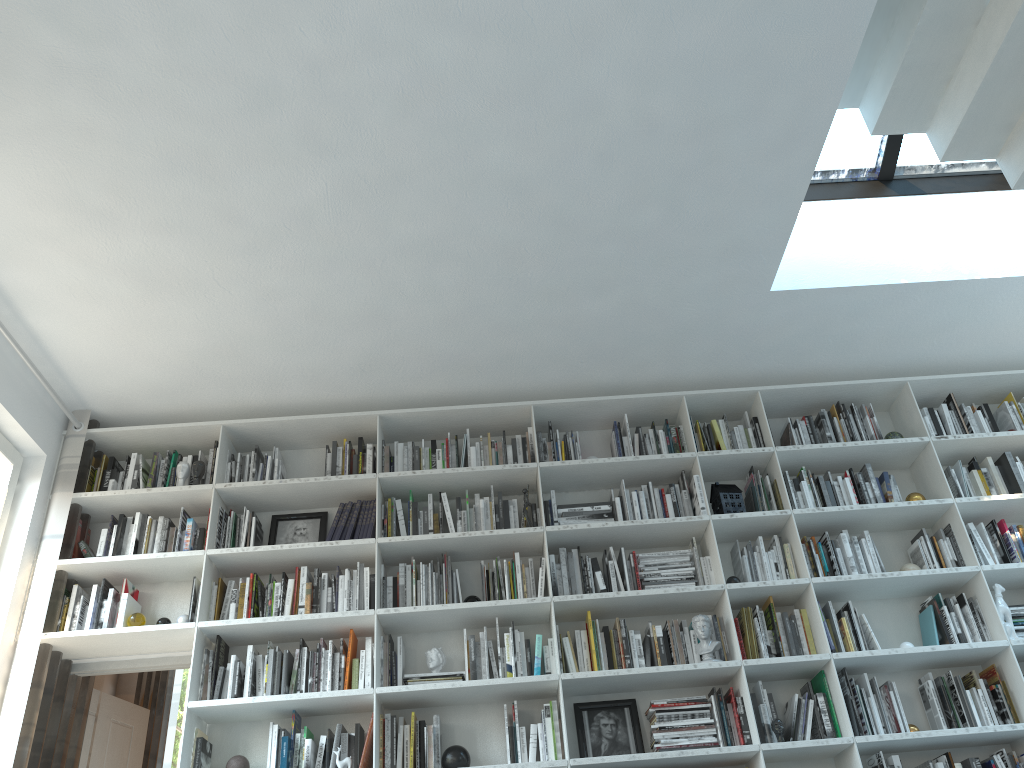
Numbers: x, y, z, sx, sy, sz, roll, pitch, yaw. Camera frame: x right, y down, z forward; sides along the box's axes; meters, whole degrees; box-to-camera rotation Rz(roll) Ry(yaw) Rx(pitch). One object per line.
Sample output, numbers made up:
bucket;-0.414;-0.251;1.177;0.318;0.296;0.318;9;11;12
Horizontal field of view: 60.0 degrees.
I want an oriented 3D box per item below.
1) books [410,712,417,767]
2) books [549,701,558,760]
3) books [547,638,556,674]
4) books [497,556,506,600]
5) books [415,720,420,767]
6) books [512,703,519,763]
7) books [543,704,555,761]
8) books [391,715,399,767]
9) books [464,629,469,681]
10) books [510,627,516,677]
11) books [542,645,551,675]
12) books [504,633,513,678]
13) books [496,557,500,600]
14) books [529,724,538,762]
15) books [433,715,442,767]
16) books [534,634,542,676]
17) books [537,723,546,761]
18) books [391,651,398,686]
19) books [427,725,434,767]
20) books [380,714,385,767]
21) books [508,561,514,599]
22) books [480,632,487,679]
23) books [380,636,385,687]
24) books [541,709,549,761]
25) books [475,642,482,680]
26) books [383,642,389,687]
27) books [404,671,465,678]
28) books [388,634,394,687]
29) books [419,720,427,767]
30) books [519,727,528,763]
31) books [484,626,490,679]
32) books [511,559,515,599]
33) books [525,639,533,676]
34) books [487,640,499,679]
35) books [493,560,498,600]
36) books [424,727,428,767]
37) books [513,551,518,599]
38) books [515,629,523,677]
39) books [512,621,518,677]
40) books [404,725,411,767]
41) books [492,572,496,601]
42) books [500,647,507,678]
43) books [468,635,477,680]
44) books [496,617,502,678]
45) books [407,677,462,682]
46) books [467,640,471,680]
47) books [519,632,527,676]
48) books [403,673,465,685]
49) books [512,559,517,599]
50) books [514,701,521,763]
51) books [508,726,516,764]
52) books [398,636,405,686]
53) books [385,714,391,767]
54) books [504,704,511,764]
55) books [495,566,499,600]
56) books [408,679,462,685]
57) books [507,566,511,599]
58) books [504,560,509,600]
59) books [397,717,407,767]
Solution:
books;-0.447;1.659;4.043;0.026;0.273;0.191;-4;-34;-2
books;0.188;1.622;4.075;0.011;0.277;0.188;-4;-34;-2
books;0.194;1.355;4.280;0.026;0.216;0.127;-4;-34;-2
books;-0.050;1.036;4.496;0.033;0.286;0.156;-4;-34;-2
books;-0.426;1.682;4.052;0.014;0.242;0.154;-4;-34;-2
books;0.016;1.639;4.089;0.011;0.290;0.156;-4;-34;-2
books;0.170;1.632;4.079;0.027;0.268;0.179;-4;-34;-2
books;-0.534;1.678;4.060;0.026;0.273;0.155;-4;-34;-2
books;-0.217;1.343;4.269;0.012;0.283;0.160;-4;-34;-2
books;0.004;1.332;4.264;0.012;0.264;0.194;-4;-34;-2
books;0.169;1.370;4.267;0.027;0.180;0.142;-4;-34;-2
books;-0.015;1.346;4.266;0.028;0.245;0.171;-4;-34;-2
books;-0.069;1.036;4.483;0.005;0.274;0.158;-4;-34;-2
books;0.095;1.670;4.053;0.057;0.187;0.157;-4;-34;-2
books;-0.339;1.672;4.068;0.028;0.264;0.145;-4;-34;-2
books;0.124;1.344;4.263;0.060;0.226;0.180;-4;-34;-2
books;0.135;1.670;4.059;0.024;0.187;0.173;-4;-34;-2
books;-0.557;1.405;4.249;0.034;0.208;0.137;-4;-34;-2
books;-0.365;1.686;4.041;0.028;0.215;0.176;-4;-34;-2
books;-0.590;1.680;4.065;0.012;0.283;0.160;-4;-34;-2
books;-0.001;1.041;4.480;0.017;0.251;0.140;-4;-34;-2
books;-0.136;1.350;4.274;0.022;0.265;0.152;-4;-34;-2
books;-0.617;1.377;4.267;0.012;0.283;0.160;-4;-34;-2
books;0.151;1.640;4.066;0.012;0.243;0.172;-4;-34;-2
books;-0.157;1.377;4.275;0.024;0.225;0.138;-4;-34;-2
books;-0.599;1.384;4.255;0.024;0.256;0.134;-4;-34;-2
books;-0.368;1.409;4.234;0.285;0.012;0.160;-1;-34;-6
books;-0.583;1.377;4.282;0.011;0.296;0.136;-4;-34;-2
books;-0.405;1.689;4.068;0.028;0.246;0.143;-4;-34;-2
books;0.052;1.684;4.063;0.030;0.182;0.155;-4;-34;-2
books;-0.119;1.335;4.270;0.012;0.284;0.168;-4;-34;-2
books;0.009;1.035;4.483;0.004;0.264;0.142;-4;-34;-2
books;0.081;1.363;4.279;0.026;0.218;0.150;-4;-34;-2
books;-0.087;1.367;4.268;0.048;0.223;0.150;-4;-34;-2
books;-0.082;1.046;4.489;0.009;0.265;0.150;-4;-34;-2
books;-0.384;1.692;4.041;0.011;0.206;0.181;-4;-34;-2
books;0.019;1.016;4.491;0.006;0.302;0.166;-4;-34;-2
books;0.033;1.338;4.271;0.023;0.258;0.171;-4;-34;-2
books;0.015;1.321;4.281;0.011;0.299;0.179;-4;-34;-2
books;-0.471;1.692;4.047;0.025;0.226;0.154;-4;-34;-2
books;-0.089;1.069;4.463;0.011;0.199;0.163;-4;-34;-2
books;-0.039;1.382;4.265;0.025;0.188;0.141;-4;-34;-2
books;-0.185;1.354;4.255;0.030;0.246;0.175;-4;-34;-2
books;-0.062;1.317;4.291;0.010;0.327;0.174;-4;-34;-2
books;-0.366;1.430;4.222;0.254;0.012;0.162;-2;-34;-5
books;-0.204;1.372;4.266;0.010;0.230;0.155;-4;-34;-2
books;0.056;1.349;4.288;0.022;0.255;0.153;-4;-34;-2
books;-0.367;1.421;4.231;0.285;0.012;0.160;-5;-34;-1
books;0.015;1.036;4.475;0.006;0.251;0.181;-4;-34;-2
books;0.027;1.634;4.088;0.012;0.296;0.167;-4;-34;-2
books;0.001;1.677;4.049;0.025;0.185;0.155;-4;-34;-2
books;-0.532;1.372;4.265;0.021;0.276;0.137;-4;-34;-2
books;-0.560;1.673;4.058;0.025;0.283;0.146;-4;-34;-2
books;-0.021;1.640;4.079;0.012;0.283;0.160;-4;-34;-2
books;-0.072;1.048;4.448;0.006;0.215;0.182;-4;-34;-2
books;-0.365;1.438;4.212;0.254;0.012;0.162;-1;-34;-6
books;-0.014;1.056;4.485;0.011;0.234;0.131;-4;-34;-2
books;-0.026;1.033;4.456;0.013;0.242;0.190;-4;-34;-2
books;-0.503;1.677;4.052;0.036;0.262;0.167;-4;-34;-2
